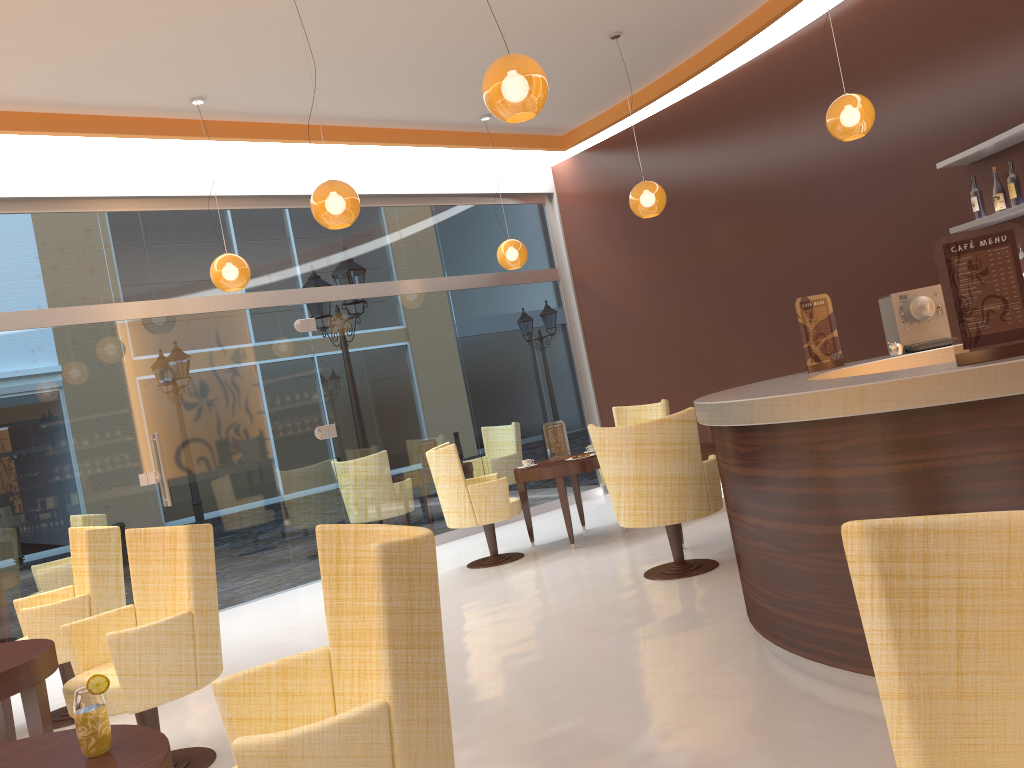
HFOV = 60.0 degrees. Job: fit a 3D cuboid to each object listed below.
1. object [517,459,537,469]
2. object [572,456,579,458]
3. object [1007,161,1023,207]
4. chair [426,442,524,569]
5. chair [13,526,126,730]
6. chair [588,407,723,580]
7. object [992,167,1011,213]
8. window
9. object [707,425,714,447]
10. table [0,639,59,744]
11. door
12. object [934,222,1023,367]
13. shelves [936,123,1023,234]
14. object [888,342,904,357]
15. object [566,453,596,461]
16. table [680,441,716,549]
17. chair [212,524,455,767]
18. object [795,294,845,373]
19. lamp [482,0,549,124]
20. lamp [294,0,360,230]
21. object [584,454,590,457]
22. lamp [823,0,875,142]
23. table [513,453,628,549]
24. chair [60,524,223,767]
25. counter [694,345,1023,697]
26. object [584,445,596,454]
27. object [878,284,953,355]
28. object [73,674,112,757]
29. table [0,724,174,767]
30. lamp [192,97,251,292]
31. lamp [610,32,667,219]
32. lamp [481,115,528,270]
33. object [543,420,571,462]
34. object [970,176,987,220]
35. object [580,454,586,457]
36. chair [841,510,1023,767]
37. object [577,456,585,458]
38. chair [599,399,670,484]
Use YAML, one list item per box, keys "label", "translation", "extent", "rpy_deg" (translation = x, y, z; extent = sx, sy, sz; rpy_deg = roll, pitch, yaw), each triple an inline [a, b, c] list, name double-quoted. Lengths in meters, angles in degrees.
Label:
- label: "object"
  translation: [0.125, 0.670, 7.429]
  extent: [0.153, 0.069, 0.153]
  rpy_deg: [-10, -1, -38]
- label: "object"
  translation: [0.520, 0.602, 7.321]
  extent: [0.052, 0.016, 0.055]
  rpy_deg: [-10, -1, -39]
- label: "object"
  translation: [3.124, -1.235, 5.512]
  extent: [0.073, 0.297, 0.073]
  rpy_deg: [-11, -1, 21]
- label: "chair"
  translation: [-0.279, 0.954, 7.235]
  extent: [0.685, 1.017, 0.729]
  rpy_deg: [-11, -1, -6]
- label: "chair"
  translation: [-2.508, 1.350, 5.030]
  extent: [0.685, 1.017, 0.729]
  rpy_deg: [-10, -1, -35]
- label: "chair"
  translation: [0.948, 0.687, 5.604]
  extent: [0.729, 1.017, 0.685]
  rpy_deg: [-12, -1, 30]
- label: "object"
  translation: [3.106, -1.235, 5.655]
  extent: [0.086, 0.303, 0.086]
  rpy_deg: [-12, -1, 31]
- label: "window"
  translation: [-2.413, 0.112, 7.663]
  extent: [8.200, 3.380, 0.040]
  rpy_deg: [-10, -1, -38]
- label: "object"
  translation: [1.446, 0.256, 6.189]
  extent: [0.209, 0.335, 0.042]
  rpy_deg: [-11, -1, -24]
- label: "table"
  translation: [-2.100, 1.412, 3.251]
  extent: [0.872, 0.679, 0.874]
  rpy_deg: [-11, -1, -2]
- label: "door"
  translation: [-2.317, 0.602, 7.655]
  extent: [1.640, 2.499, 0.020]
  rpy_deg: [-10, -1, -38]
- label: "object"
  translation: [1.498, -0.283, 2.784]
  extent: [0.258, 0.414, 0.052]
  rpy_deg: [-11, -1, 21]
- label: "shelves"
  translation: [2.865, -1.062, 3.658]
  extent: [0.586, 0.902, 4.744]
  rpy_deg: [-11, -1, 9]
- label: "object"
  translation: [2.087, -0.190, 4.819]
  extent: [0.075, 0.077, 0.075]
  rpy_deg: [-11, -1, 21]
- label: "object"
  translation: [0.566, 0.608, 7.308]
  extent: [0.234, 0.020, 0.234]
  rpy_deg: [-11, -1, 23]
- label: "table"
  translation: [1.531, 0.756, 6.191]
  extent: [0.872, 0.679, 0.874]
  rpy_deg: [-11, -1, 8]
- label: "chair"
  translation: [-0.449, 0.900, 2.217]
  extent: [0.685, 1.017, 0.729]
  rpy_deg: [-11, -1, -21]
- label: "object"
  translation: [1.697, -0.285, 4.899]
  extent: [0.258, 0.414, 0.052]
  rpy_deg: [-11, -1, -24]
- label: "lamp"
  translation: [-0.103, -1.930, 3.993]
  extent: [0.299, 1.500, 0.299]
  rpy_deg: [-12, -1, 30]
- label: "lamp"
  translation: [-1.192, -1.693, 5.407]
  extent: [0.299, 1.500, 0.299]
  rpy_deg: [-11, -1, -27]
- label: "object"
  translation: [0.613, 0.590, 7.310]
  extent: [0.052, 0.018, 0.055]
  rpy_deg: [-11, -1, -14]
- label: "lamp"
  translation: [2.061, -2.321, 5.725]
  extent: [0.299, 1.500, 0.299]
  rpy_deg: [-12, -1, 30]
- label: "table"
  translation: [0.505, 0.979, 7.509]
  extent: [0.872, 0.679, 0.874]
  rpy_deg: [-11, -1, 8]
- label: "chair"
  translation: [-1.565, 1.145, 3.805]
  extent: [0.685, 1.017, 0.729]
  rpy_deg: [-10, -1, -41]
- label: "counter"
  translation: [1.697, 0.469, 3.880]
  extent: [1.586, 1.100, 2.917]
  rpy_deg: [-11, -1, 7]
- label: "object"
  translation: [0.703, 0.562, 7.677]
  extent: [0.153, 0.069, 0.153]
  rpy_deg: [-11, -1, -16]
- label: "object"
  translation: [2.273, -0.358, 4.963]
  extent: [0.270, 0.340, 0.373]
  rpy_deg: [-11, -1, 7]
- label: "object"
  translation: [-0.922, 0.727, 1.947]
  extent: [0.067, 0.171, 0.072]
  rpy_deg: [-12, -1, 34]
- label: "table"
  translation: [-1.073, 1.186, 1.749]
  extent: [0.872, 0.679, 0.874]
  rpy_deg: [-11, -1, -7]
- label: "lamp"
  translation: [-2.281, -1.457, 6.820]
  extent: [0.299, 1.500, 0.299]
  rpy_deg: [-11, -1, 26]
- label: "lamp"
  translation: [0.973, -2.085, 7.139]
  extent: [0.299, 1.500, 0.299]
  rpy_deg: [-12, -1, 30]
- label: "lamp"
  translation: [-0.116, -1.848, 8.553]
  extent: [0.299, 1.500, 0.299]
  rpy_deg: [-11, -1, 19]
- label: "object"
  translation: [0.381, 0.487, 7.552]
  extent: [0.209, 0.335, 0.042]
  rpy_deg: [-12, -1, 27]
- label: "object"
  translation: [3.060, -1.217, 5.831]
  extent: [0.073, 0.297, 0.073]
  rpy_deg: [-10, -1, -29]
- label: "object"
  translation: [0.593, 0.593, 7.352]
  extent: [0.051, 0.018, 0.054]
  rpy_deg: [-10, -1, -40]
- label: "chair"
  translation: [0.698, 0.653, 0.865]
  extent: [0.685, 1.017, 0.729]
  rpy_deg: [-10, -1, -41]
- label: "object"
  translation: [0.563, 0.600, 7.268]
  extent: [0.055, 0.014, 0.053]
  rpy_deg: [-12, -1, 35]
- label: "chair"
  translation: [1.132, 0.692, 7.942]
  extent: [0.685, 1.017, 0.729]
  rpy_deg: [-10, -1, -35]
